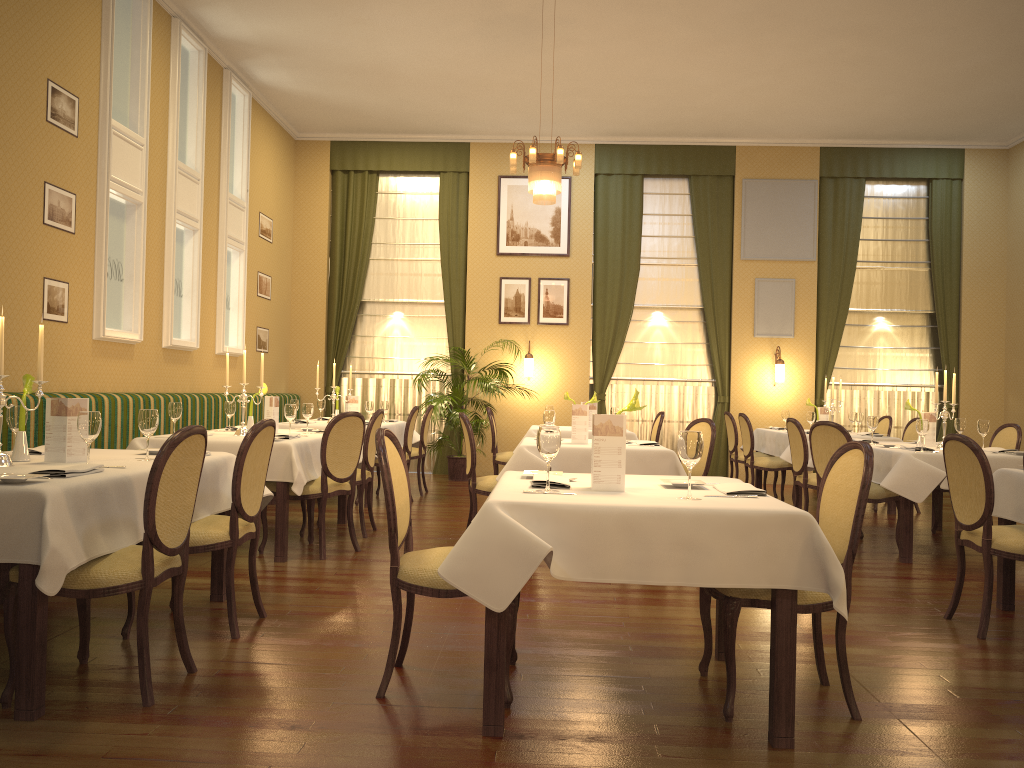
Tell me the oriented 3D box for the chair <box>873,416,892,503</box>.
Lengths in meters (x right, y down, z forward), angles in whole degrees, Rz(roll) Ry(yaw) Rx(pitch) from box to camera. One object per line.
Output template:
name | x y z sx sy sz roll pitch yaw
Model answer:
chair | 3.919 0.823 9.906 0.571 0.955 0.530 1 -1 3

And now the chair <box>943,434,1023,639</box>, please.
chair | 2.438 0.728 4.353 0.571 0.955 0.530 1 -1 3

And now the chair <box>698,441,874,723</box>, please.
chair | 1.001 0.681 3.255 0.571 0.955 0.530 1 -1 3

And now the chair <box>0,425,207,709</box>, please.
chair | -1.434 0.620 3.218 0.571 0.955 0.530 1 -1 3

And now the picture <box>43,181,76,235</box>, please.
picture | -3.184 -1.236 6.250 0.008 0.294 0.401 1 -1 2

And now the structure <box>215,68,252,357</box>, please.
structure | -3.046 -1.798 9.558 0.200 2.985 0.670 1 -1 2

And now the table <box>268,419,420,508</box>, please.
table | -1.706 0.772 9.163 1.385 0.759 2.152 1 -1 3

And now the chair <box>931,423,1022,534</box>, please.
chair | 3.804 0.792 7.235 0.571 0.955 0.530 1 -1 3

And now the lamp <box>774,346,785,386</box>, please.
lamp | 3.394 -0.232 11.386 0.114 0.513 0.323 2 -1 -8

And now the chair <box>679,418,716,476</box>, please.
chair | 1.134 0.717 6.323 0.571 0.955 0.530 2 -1 -17

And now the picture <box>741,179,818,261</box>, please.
picture | 3.483 -2.138 11.554 0.966 1.057 0.027 1 -1 2

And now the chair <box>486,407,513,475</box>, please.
chair | 0.008 0.718 9.093 0.571 0.955 0.530 1 -1 3

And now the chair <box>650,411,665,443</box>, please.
chair | 1.246 0.748 8.988 0.571 0.955 0.530 1 -1 3

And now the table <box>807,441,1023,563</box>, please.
table | 3.265 0.871 6.940 1.385 0.759 2.152 1 -1 3

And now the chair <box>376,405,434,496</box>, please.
chair | -1.133 0.694 9.456 0.571 0.955 0.530 1 -1 3

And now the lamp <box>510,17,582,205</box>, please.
lamp | 0.292 -2.411 7.420 0.593 1.796 0.593 1 -1 0

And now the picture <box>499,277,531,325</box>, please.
picture | 0.037 -1.097 11.694 0.412 0.619 0.022 1 -1 2

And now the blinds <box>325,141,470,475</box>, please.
blinds | -1.531 -1.084 11.827 1.934 4.537 0.225 1 -1 2

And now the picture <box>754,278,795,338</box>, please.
picture | 3.420 -0.988 11.543 0.512 0.769 0.027 1 -1 2

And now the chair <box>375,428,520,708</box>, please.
chair | -0.237 0.651 3.359 0.571 0.955 0.530 1 -1 3

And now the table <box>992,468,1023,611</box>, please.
table | 3.137 0.836 3.953 1.385 0.759 2.152 1 -1 3

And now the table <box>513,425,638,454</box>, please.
table | 0.708 0.831 9.056 1.389 0.759 1.395 1 -1 4

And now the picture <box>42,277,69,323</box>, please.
picture | -3.201 -0.585 6.225 0.008 0.294 0.313 1 -1 2

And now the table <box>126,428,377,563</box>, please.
table | -1.822 0.741 6.467 1.385 0.759 2.152 1 -1 3

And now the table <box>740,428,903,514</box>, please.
table | 3.379 0.902 9.612 1.385 0.759 2.152 1 -1 3

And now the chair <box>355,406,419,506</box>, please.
chair | -1.203 0.683 8.616 0.571 0.955 0.530 1 -1 3

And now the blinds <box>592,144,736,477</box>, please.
blinds | 1.972 -0.999 11.666 1.878 4.537 0.129 1 -1 2

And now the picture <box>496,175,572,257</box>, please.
picture | 0.289 -2.216 11.693 0.966 1.057 0.027 1 -1 2

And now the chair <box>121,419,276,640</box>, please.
chair | -1.396 0.630 4.053 0.571 0.955 0.530 1 -1 3

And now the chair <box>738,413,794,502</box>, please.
chair | 2.647 0.785 9.239 0.571 0.955 0.530 1 -1 3

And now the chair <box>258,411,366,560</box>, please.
chair | -1.310 0.652 5.948 0.571 0.955 0.530 1 -1 28

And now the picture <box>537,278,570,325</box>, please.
picture | 0.546 -1.085 11.672 0.412 0.619 0.022 1 -1 2

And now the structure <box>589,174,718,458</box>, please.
structure | 1.970 -0.986 11.785 1.900 4.511 0.134 1 -1 2

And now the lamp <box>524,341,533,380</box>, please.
lamp | 0.203 -0.309 11.524 0.114 0.513 0.323 2 -1 -8

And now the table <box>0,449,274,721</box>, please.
table | -1.937 0.709 3.765 1.385 0.759 2.152 1 -1 3

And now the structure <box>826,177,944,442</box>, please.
structure | 4.884 -0.915 11.660 1.898 4.511 0.137 1 -1 2

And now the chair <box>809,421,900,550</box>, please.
chair | 2.524 0.754 6.590 0.571 0.955 0.530 2 -1 -22

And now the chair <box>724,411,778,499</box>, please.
chair | 2.680 0.794 10.011 0.571 0.955 0.530 1 -1 3

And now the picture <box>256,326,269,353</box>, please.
picture | -3.009 -0.532 10.700 0.008 0.294 0.437 1 -1 2

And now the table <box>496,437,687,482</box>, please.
table | 0.593 0.799 6.360 1.389 0.759 1.395 1 -1 4

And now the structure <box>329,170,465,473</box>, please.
structure | -1.528 -1.070 11.941 1.942 4.511 0.123 1 -1 2

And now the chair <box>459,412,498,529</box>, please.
chair | -0.110 0.687 6.406 0.571 0.955 0.530 1 -1 -7

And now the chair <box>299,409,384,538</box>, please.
chair | -1.280 0.662 6.761 0.571 0.955 0.530 1 -1 3

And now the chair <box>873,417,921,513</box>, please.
chair | 3.883 0.813 9.064 0.571 0.955 0.530 1 -1 3

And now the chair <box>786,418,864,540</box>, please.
chair | 2.566 0.763 7.340 0.571 0.955 0.530 1 -1 3

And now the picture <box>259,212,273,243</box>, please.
picture | -2.975 -1.888 10.728 0.008 0.294 0.504 1 -1 2

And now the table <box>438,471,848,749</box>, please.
table | 0.463 0.764 3.323 1.389 0.759 1.395 1 -1 4

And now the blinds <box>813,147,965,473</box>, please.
blinds | 4.887 -0.929 11.540 1.876 4.537 0.129 1 -1 2

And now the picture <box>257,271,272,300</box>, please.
picture | -2.993 -1.184 10.721 0.008 0.294 0.504 1 -1 2

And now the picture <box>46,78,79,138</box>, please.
picture | -3.167 -1.940 6.258 0.008 0.294 0.401 1 -1 2
